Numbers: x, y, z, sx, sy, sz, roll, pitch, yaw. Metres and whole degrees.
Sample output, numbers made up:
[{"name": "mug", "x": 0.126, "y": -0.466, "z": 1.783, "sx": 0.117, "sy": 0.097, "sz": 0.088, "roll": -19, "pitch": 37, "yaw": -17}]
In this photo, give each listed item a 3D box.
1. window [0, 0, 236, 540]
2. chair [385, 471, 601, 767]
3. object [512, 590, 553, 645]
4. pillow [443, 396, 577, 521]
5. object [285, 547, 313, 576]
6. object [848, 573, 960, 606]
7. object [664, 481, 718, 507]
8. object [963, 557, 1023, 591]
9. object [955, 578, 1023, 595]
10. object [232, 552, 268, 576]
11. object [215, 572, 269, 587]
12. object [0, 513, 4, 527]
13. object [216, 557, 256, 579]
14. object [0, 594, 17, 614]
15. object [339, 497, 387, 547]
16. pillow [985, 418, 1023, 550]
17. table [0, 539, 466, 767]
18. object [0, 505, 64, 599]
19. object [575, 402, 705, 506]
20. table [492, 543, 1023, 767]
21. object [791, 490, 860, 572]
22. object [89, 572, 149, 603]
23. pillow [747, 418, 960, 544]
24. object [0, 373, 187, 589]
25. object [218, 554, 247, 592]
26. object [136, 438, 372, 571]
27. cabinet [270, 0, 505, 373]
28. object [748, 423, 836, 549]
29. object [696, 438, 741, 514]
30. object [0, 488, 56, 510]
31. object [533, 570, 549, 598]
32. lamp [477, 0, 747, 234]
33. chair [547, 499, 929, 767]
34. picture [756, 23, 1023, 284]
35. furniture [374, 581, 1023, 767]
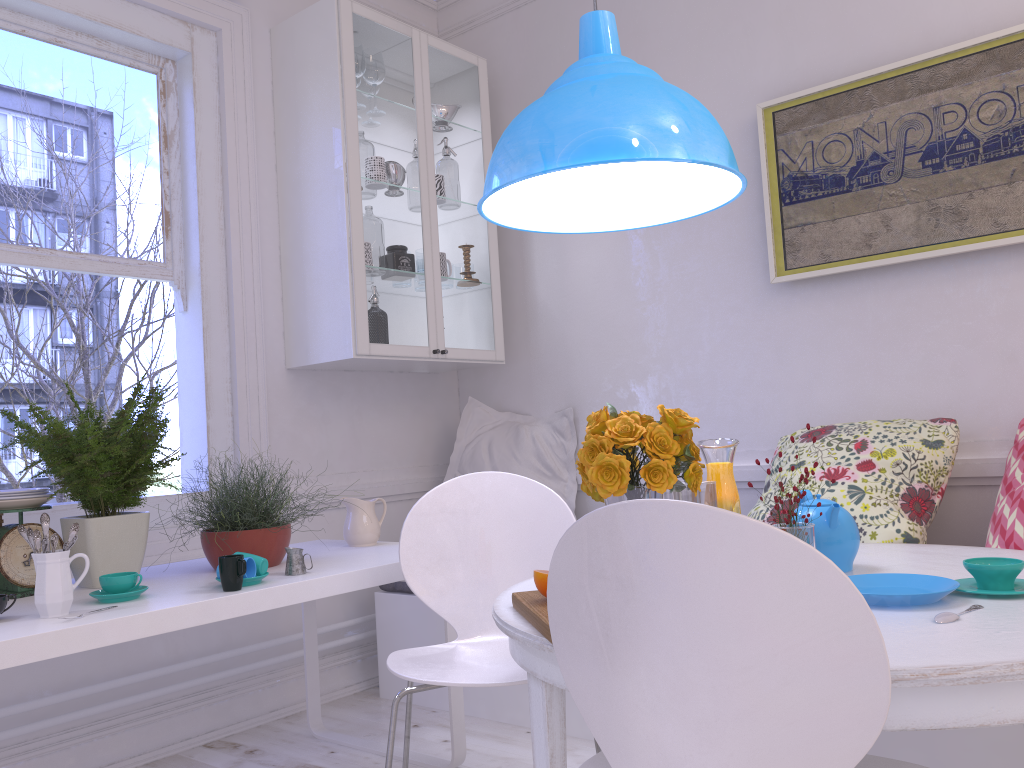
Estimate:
[{"name": "window", "x": -1.493, "y": -0.403, "z": 2.785, "sx": 0.181, "sy": 1.782, "sz": 1.234, "roll": -6, "pitch": -5, "yaw": 39}, {"name": "chair", "x": -0.023, "y": 0.625, "z": 1.968, "sx": 0.604, "sy": 0.845, "sz": 0.483, "roll": -3, "pitch": -4, "yaw": -5}, {"name": "object", "x": 0.140, "y": 0.359, "z": 1.404, "sx": 0.224, "sy": 0.024, "sz": 0.347, "roll": -3, "pitch": -4, "yaw": -11}, {"name": "pillow", "x": -0.027, "y": 0.358, "z": 3.672, "sx": 0.677, "sy": 0.642, "sz": 0.374, "roll": -4, "pitch": -4, "yaw": 10}, {"name": "object", "x": -0.535, "y": 0.439, "z": 2.212, "sx": 0.052, "sy": 0.067, "sz": 0.066, "roll": -7, "pitch": -5, "yaw": 40}, {"name": "object", "x": 0.610, "y": 0.331, "z": 1.422, "sx": 0.196, "sy": 0.023, "sz": 0.196, "roll": -5, "pitch": -4, "yaw": 27}, {"name": "object", "x": 0.344, "y": 0.285, "z": 1.727, "sx": 0.101, "sy": 0.186, "sz": 0.122, "roll": -2, "pitch": -4, "yaw": -21}, {"name": "object", "x": 0.775, "y": 0.306, "z": 1.425, "sx": 0.088, "sy": 0.043, "sz": 0.088, "roll": 0, "pitch": -5, "yaw": -43}, {"name": "object", "x": 0.776, "y": 0.327, "z": 1.423, "sx": 0.147, "sy": 0.011, "sz": 0.147, "roll": -7, "pitch": -5, "yaw": 42}, {"name": "object", "x": -0.629, "y": 0.429, "z": 2.111, "sx": 0.082, "sy": 0.059, "sz": 0.069, "roll": -5, "pitch": -4, "yaw": 17}, {"name": "object", "x": -0.634, "y": 0.461, "z": 2.087, "sx": 0.121, "sy": 0.021, "sz": 0.121, "roll": -3, "pitch": -4, "yaw": -10}, {"name": "object", "x": -1.383, "y": 0.403, "z": 2.130, "sx": 0.028, "sy": 0.237, "sz": 0.294, "roll": -6, "pitch": -5, "yaw": 39}, {"name": "object", "x": -0.642, "y": 0.434, "z": 2.075, "sx": 0.080, "sy": 0.058, "sz": 0.069, "roll": -4, "pitch": -4, "yaw": 12}, {"name": "object", "x": -1.061, "y": 0.455, "z": 1.790, "sx": 0.082, "sy": 0.048, "sz": 0.079, "roll": -3, "pitch": -4, "yaw": -1}, {"name": "object", "x": -0.470, "y": 0.428, "z": 2.784, "sx": 0.115, "sy": 0.152, "sz": 0.127, "roll": -5, "pitch": -4, "yaw": 22}, {"name": "pillow", "x": 1.537, "y": 0.282, "z": 2.240, "sx": 0.587, "sy": 0.424, "sz": 0.491, "roll": -7, "pitch": -5, "yaw": 42}, {"name": "table", "x": -0.831, "y": 0.802, "z": 2.202, "sx": 0.736, "sy": 0.619, "sz": 1.514, "roll": -6, "pitch": -5, "yaw": 39}, {"name": "object", "x": -1.202, "y": 0.409, "z": 2.182, "sx": 0.185, "sy": 0.208, "sz": 0.159, "roll": -6, "pitch": -5, "yaw": 39}, {"name": "object", "x": 0.237, "y": 0.203, "z": 1.621, "sx": 0.235, "sy": 0.351, "sz": 0.234, "roll": -4, "pitch": -4, "yaw": 4}, {"name": "table", "x": 0.552, "y": 0.671, "z": 1.562, "sx": 1.140, "sy": 0.629, "sz": 1.140, "roll": -2, "pitch": -4, "yaw": -22}, {"name": "object", "x": 0.604, "y": 0.287, "z": 1.740, "sx": 0.150, "sy": 0.151, "sz": 0.156, "roll": -7, "pitch": -5, "yaw": 43}, {"name": "object", "x": -0.873, "y": 0.451, "z": 1.970, "sx": 0.121, "sy": 0.055, "sz": 0.121, "roll": -3, "pitch": -4, "yaw": -10}, {"name": "pillow", "x": 1.012, "y": 0.338, "z": 2.675, "sx": 0.592, "sy": 0.447, "sz": 0.509, "roll": -7, "pitch": -5, "yaw": 44}, {"name": "object", "x": -1.031, "y": 0.240, "z": 2.230, "sx": 0.368, "sy": 0.527, "sz": 0.438, "roll": -6, "pitch": -5, "yaw": 39}, {"name": "object", "x": -0.630, "y": 0.427, "z": 1.997, "sx": 0.055, "sy": 0.077, "sz": 0.070, "roll": -2, "pitch": -4, "yaw": -25}, {"name": "object", "x": -0.723, "y": 0.333, "z": 2.439, "sx": 0.668, "sy": 0.367, "sz": 0.531, "roll": -2, "pitch": -4, "yaw": -26}, {"name": "cabinet", "x": -0.464, "y": -0.725, "z": 3.546, "sx": 0.425, "sy": 1.311, "sz": 0.823, "roll": -6, "pitch": -5, "yaw": 39}, {"name": "object", "x": 0.515, "y": 0.216, "z": 1.599, "sx": 0.128, "sy": 0.287, "sz": 0.128, "roll": -7, "pitch": -5, "yaw": 41}, {"name": "object", "x": 0.429, "y": 0.244, "z": 1.795, "sx": 0.094, "sy": 0.267, "sz": 0.116, "roll": -2, "pitch": -4, "yaw": -24}, {"name": "object", "x": -1.220, "y": 0.284, "z": 2.193, "sx": 0.164, "sy": 0.047, "sz": 0.163, "roll": -3, "pitch": -4, "yaw": -1}, {"name": "object", "x": 0.113, "y": 0.313, "z": 1.416, "sx": 0.129, "sy": 0.075, "sz": 0.285, "roll": -3, "pitch": -4, "yaw": -15}, {"name": "lamp", "x": 0.149, "y": -1.356, "z": 1.952, "sx": 0.568, "sy": 1.948, "sz": 0.568, "roll": -2, "pitch": -4, "yaw": -17}, {"name": "chair", "x": 0.335, "y": 0.553, "z": 1.162, "sx": 0.604, "sy": 0.845, "sz": 0.483, "roll": -6, "pitch": -5, "yaw": 39}, {"name": "picture", "x": 1.245, "y": -0.699, "z": 2.756, "sx": 0.971, "sy": 0.629, "sz": 0.020, "roll": -6, "pitch": -5, "yaw": 39}, {"name": "furniture", "x": 0.967, "y": 0.766, "z": 2.512, "sx": 3.296, "sy": 0.508, "sz": 0.769, "roll": -6, "pitch": -5, "yaw": 39}]
